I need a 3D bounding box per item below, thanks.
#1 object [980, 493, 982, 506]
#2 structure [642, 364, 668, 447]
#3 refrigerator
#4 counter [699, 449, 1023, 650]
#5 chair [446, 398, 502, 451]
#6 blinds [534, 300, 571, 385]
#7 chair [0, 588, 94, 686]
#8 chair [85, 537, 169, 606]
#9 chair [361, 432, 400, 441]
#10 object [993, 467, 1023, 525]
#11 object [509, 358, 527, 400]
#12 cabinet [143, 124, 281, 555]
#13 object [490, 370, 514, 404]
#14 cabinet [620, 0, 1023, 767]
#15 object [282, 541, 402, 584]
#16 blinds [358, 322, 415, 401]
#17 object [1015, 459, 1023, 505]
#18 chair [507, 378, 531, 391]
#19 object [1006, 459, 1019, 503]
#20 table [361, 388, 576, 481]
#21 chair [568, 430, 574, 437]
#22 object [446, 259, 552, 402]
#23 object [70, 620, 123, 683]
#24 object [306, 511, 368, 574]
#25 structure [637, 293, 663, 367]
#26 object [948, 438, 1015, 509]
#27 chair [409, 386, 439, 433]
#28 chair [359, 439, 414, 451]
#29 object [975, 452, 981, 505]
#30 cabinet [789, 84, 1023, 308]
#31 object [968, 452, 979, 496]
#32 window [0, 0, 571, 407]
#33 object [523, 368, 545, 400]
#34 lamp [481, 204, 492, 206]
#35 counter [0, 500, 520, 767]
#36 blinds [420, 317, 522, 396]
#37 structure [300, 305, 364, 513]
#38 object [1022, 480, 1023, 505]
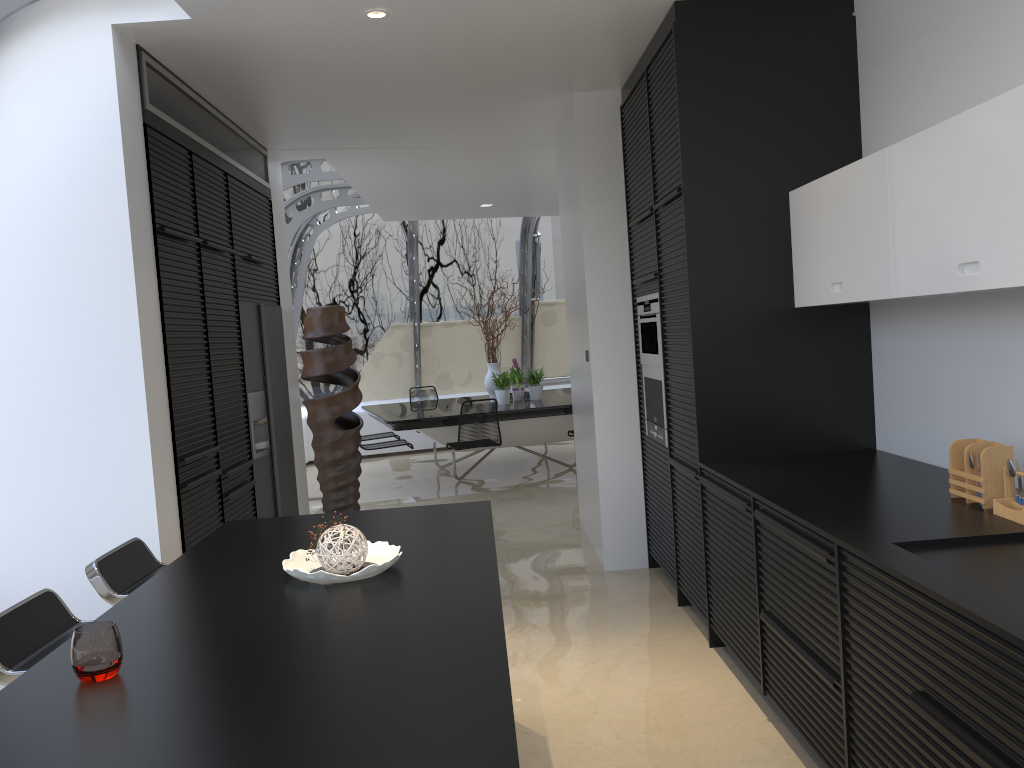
[{"bbox_3d":[1.459,0.310,2.745,0.019,0.196,0.022,-4,3,-1],"label":"object"},{"bbox_3d":[0.793,0.107,4.924,0.023,0.420,0.592,-4,3,-1],"label":"structure"},{"bbox_3d":[-1.661,0.357,5.794,0.234,1.742,1.006,-4,3,-2],"label":"refrigerator"},{"bbox_3d":[1.327,0.433,2.151,0.804,0.025,3.738,-4,3,-2],"label":"counter"},{"bbox_3d":[-0.369,0.388,8.541,0.446,0.519,0.688,-5,3,-15],"label":"chair"},{"bbox_3d":[0.927,-0.592,12.688,1.376,1.214,0.387,-5,3,-15],"label":"blinds"},{"bbox_3d":[-1.111,1.006,2.413,0.460,0.857,0.418,-4,3,-1],"label":"chair"},{"bbox_3d":[-1.129,0.971,3.064,0.460,0.857,0.418,-4,3,-1],"label":"chair"},{"bbox_3d":[-1.647,0.397,10.010,0.688,0.519,0.446,-5,3,-15],"label":"chair"},{"bbox_3d":[1.477,0.334,2.556,0.100,0.170,0.173,-4,3,0],"label":"object"},{"bbox_3d":[0.035,-0.064,10.084,0.238,0.476,0.417,-3,3,13],"label":"object"},{"bbox_3d":[-1.966,0.071,5.173,0.831,2.558,2.252,-4,3,-1],"label":"cabinet"},{"bbox_3d":[-0.103,0.030,9.480,0.284,0.369,0.215,-3,3,23],"label":"object"},{"bbox_3d":[1.255,-0.209,2.826,0.831,2.901,5.157,-4,3,-2],"label":"cabinet"},{"bbox_3d":[-0.474,0.513,2.502,0.334,0.078,0.329,-5,3,-15],"label":"object"},{"bbox_3d":[-2.217,0.291,12.049,1.829,2.118,0.663,-5,3,-15],"label":"blinds"},{"bbox_3d":[1.488,0.317,2.593,0.020,0.196,0.018,-4,3,8],"label":"object"},{"bbox_3d":[0.189,0.197,11.301,0.446,0.519,0.688,-5,3,-15],"label":"chair"},{"bbox_3d":[1.476,0.314,2.604,0.042,0.192,0.040,-2,4,36],"label":"object"},{"bbox_3d":[-0.021,0.563,9.956,3.031,0.759,2.494,-5,3,-15],"label":"table"},{"bbox_3d":[0.858,0.283,8.877,0.446,0.519,0.688,-5,3,-15],"label":"chair"},{"bbox_3d":[-0.096,-0.577,9.711,1.135,1.549,1.031,-5,3,-23],"label":"object"},{"bbox_3d":[-0.839,0.541,1.792,0.095,0.106,0.095,-4,3,-4],"label":"object"},{"bbox_3d":[-0.483,0.452,2.510,0.190,0.191,0.165,-3,3,26],"label":"object"},{"bbox_3d":[0.761,-0.296,4.903,0.061,0.388,0.592,-4,3,-2],"label":"structure"},{"bbox_3d":[1.482,0.294,2.803,0.104,0.223,0.200,-4,3,-1],"label":"object"},{"bbox_3d":[-1.038,0.302,10.966,0.446,0.519,0.688,-5,3,-15],"label":"chair"},{"bbox_3d":[-1.401,0.429,9.118,0.688,0.519,0.446,-5,3,-15],"label":"chair"},{"bbox_3d":[1.454,0.310,2.755,0.020,0.196,0.018,-3,3,21],"label":"object"},{"bbox_3d":[1.505,-0.514,2.109,0.343,0.515,3.741,-4,3,-2],"label":"cabinet"},{"bbox_3d":[1.445,0.307,2.768,0.040,0.192,0.042,-7,4,-41],"label":"object"},{"bbox_3d":[3.846,-0.553,6.013,16.171,3.674,16.693,-5,3,-9],"label":"window"},{"bbox_3d":[0.258,-0.013,9.792,0.284,0.369,0.215,-3,3,18],"label":"object"},{"bbox_3d":[5.659,-2.164,6.214,9.928,0.004,9.775,-5,3,-14],"label":"lamp"},{"bbox_3d":[-0.500,0.593,1.512,1.006,0.018,3.800,-4,3,-2],"label":"counter"},{"bbox_3d":[-0.557,-0.372,12.316,1.430,1.027,0.329,-5,3,-15],"label":"blinds"},{"bbox_3d":[-1.475,0.280,7.350,0.493,1.843,0.498,-4,3,-4],"label":"structure"},{"bbox_3d":[1.495,0.317,2.585,0.019,0.196,0.022,-5,3,-13],"label":"object"}]
